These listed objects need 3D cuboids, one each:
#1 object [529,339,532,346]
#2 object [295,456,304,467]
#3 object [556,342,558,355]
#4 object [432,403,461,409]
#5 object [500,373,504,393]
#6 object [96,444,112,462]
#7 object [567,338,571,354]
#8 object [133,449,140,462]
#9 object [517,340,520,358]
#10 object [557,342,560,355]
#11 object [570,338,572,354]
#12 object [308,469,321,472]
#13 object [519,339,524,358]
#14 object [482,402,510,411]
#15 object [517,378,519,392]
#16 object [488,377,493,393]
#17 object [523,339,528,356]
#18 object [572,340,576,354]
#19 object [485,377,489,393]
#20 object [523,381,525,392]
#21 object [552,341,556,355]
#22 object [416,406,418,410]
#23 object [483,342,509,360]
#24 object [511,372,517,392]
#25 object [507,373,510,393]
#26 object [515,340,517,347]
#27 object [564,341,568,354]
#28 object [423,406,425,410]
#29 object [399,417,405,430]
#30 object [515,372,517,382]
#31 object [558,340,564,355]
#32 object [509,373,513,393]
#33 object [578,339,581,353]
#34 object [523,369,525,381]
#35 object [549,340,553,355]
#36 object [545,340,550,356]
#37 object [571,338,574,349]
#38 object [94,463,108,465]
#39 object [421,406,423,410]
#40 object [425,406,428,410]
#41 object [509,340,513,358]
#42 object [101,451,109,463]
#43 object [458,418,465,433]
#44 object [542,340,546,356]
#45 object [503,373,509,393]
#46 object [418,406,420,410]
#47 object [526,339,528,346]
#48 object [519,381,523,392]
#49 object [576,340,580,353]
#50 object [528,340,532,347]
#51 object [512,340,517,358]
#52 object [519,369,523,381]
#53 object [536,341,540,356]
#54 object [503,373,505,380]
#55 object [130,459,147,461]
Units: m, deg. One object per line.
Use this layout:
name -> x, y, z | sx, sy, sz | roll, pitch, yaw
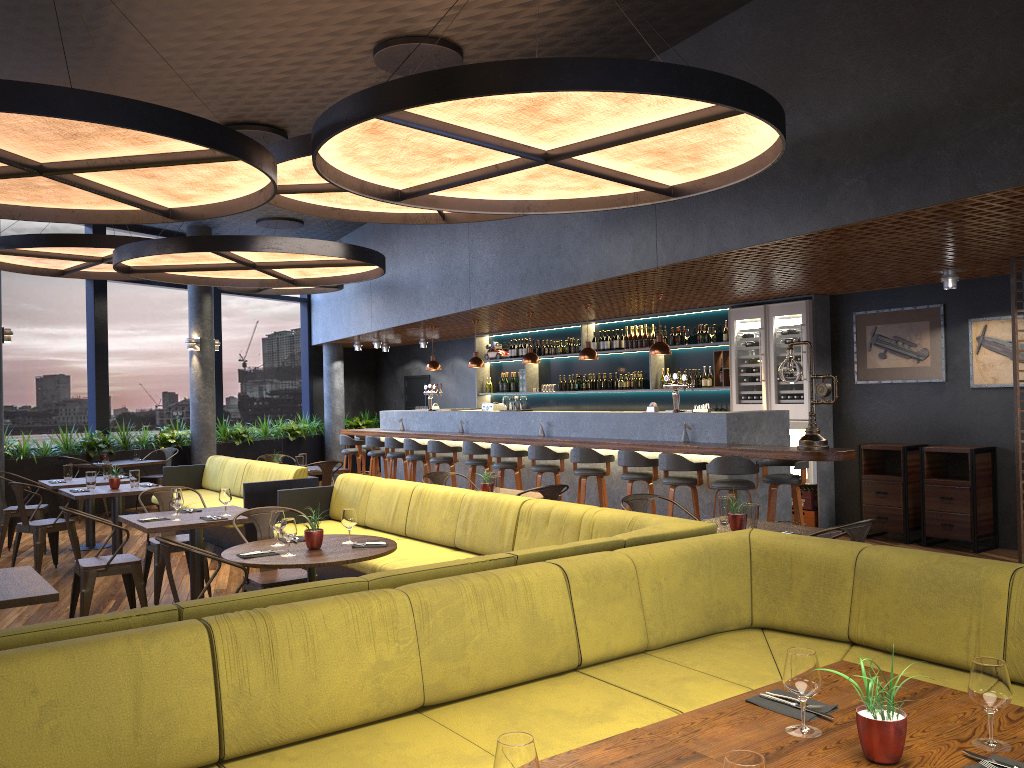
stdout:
object -> 0.303, -0.600, 14.785 | 0.085, 0.310, 0.086 | -1, -1, 5
object -> -2.573, 0.964, 10.742 | 0.102, 0.178, 0.102 | -2, -1, 40
object -> 0.722, -0.567, 14.233 | 0.068, 0.217, 0.068 | -1, -1, -31
object -> -1.092, 0.376, 15.272 | 0.766, 0.106, 0.200 | -1, -1, -36
object -> -0.168, -0.020, 15.279 | 0.094, 0.340, 0.094 | -1, -1, -14
object -> -6.065, 1.022, 13.161 | 0.260, 0.271, 0.238 | -1, -1, -35
object -> 0.884, -0.593, 13.860 | 0.063, 0.254, 0.063 | -1, -1, 12
object -> -5.550, 1.056, 13.114 | 0.102, 0.178, 0.102 | -1, -1, -44
object -> 0.123, -0.593, 15.027 | 0.085, 0.310, 0.086 | -1, -1, -25
object -> 0.748, -0.569, 14.151 | 0.068, 0.217, 0.068 | -1, -1, -16
object -> 0.934, -0.593, 13.986 | 0.063, 0.254, 0.063 | -1, -1, -28
object -> -2.437, 1.039, 10.643 | 0.255, 0.019, 0.157 | -1, -1, -36
object -> 0.167, -0.596, 14.814 | 0.085, 0.310, 0.086 | -1, -1, -17
object -> -0.344, 0.596, 15.370 | 0.550, 0.569, 0.355 | -1, -1, -36
object -> 0.130, -0.029, 15.086 | 0.094, 0.340, 0.094 | -1, -1, -14
object -> -0.380, 0.021, 15.713 | 0.079, 0.281, 0.079 | -1, -1, -32
object -> 0.226, -0.599, 14.729 | 0.085, 0.310, 0.086 | -1, -1, -3
object -> 0.955, -0.579, 13.708 | 0.068, 0.217, 0.068 | -2, -1, 39
object -> -0.435, 0.023, 15.784 | 0.079, 0.281, 0.079 | -1, -1, -17
object -> 0.243, 0.040, 14.772 | 0.080, 0.192, 0.098 | -1, -1, -36
object -> 0.668, -0.568, 14.103 | 0.068, 0.217, 0.068 | -2, -1, 44
object -> -1.594, 0.406, 14.846 | 0.042, 0.059, 0.042 | -1, -1, -38
object -> -0.274, -0.582, 15.533 | 0.229, 0.319, 0.579 | -1, -1, -36
object -> 0.033, -0.027, 15.043 | 0.094, 0.340, 0.094 | -1, -1, 4
object -> -0.072, -0.022, 15.321 | 0.094, 0.340, 0.094 | -1, -1, -30
object -> 0.069, -0.591, 15.107 | 0.085, 0.310, 0.086 | -1, -1, 5
object -> 0.866, -0.576, 14.060 | 0.088, 0.224, 0.088 | -1, -1, -41
object -> -1.483, 0.404, 14.933 | 0.042, 0.059, 0.042 | -1, -1, -38
object -> -1.744, 0.628, 13.976 | 0.114, 0.203, 0.069 | -1, -1, 12
object -> 0.058, -0.027, 15.169 | 0.094, 0.340, 0.094 | -1, -1, -26
object -> 0.775, -0.574, 14.004 | 0.088, 0.224, 0.088 | -1, -1, -41
object -> 0.000, -0.024, 15.247 | 0.094, 0.340, 0.094 | -1, -1, -14
object -> 1.064, -0.585, 13.606 | 0.088, 0.224, 0.088 | -1, -1, -21
object -> 0.238, -0.152, 14.774 | 0.080, 0.192, 0.098 | -1, -1, -36
object -> 0.637, -0.582, 14.355 | 0.063, 0.254, 0.063 | -1, -1, 2
object -> 0.569, -0.582, 14.263 | 0.063, 0.254, 0.063 | -1, -1, -18
object -> 0.963, -0.594, 13.903 | 0.063, 0.254, 0.063 | -1, -1, -8
object -> -5.945, 1.141, 12.727 | 0.255, 0.019, 0.157 | -2, -1, 30
object -> -1.513, 0.405, 14.891 | 0.042, 0.059, 0.042 | -1, -1, -38
object -> -1.442, 0.404, 14.962 | 0.042, 0.059, 0.042 | -1, -1, -38
object -> -0.008, -0.590, 15.051 | 0.085, 0.310, 0.086 | -1, -1, -3
object -> -5.911, 1.062, 12.891 | 0.102, 0.178, 0.102 | -2, -1, 36
object -> -0.714, 0.590, 12.578 | 0.114, 0.203, 0.069 | -1, -1, 15
object -> 0.512, -0.580, 14.374 | 0.063, 0.254, 0.063 | -2, -1, 26
object -> -0.100, -0.023, 15.207 | 0.094, 0.340, 0.094 | -1, -1, -22
object -> -1.556, 0.405, 14.873 | 0.042, 0.059, 0.042 | -1, -1, -38
object -> 0.248, -0.598, 14.863 | 0.085, 0.310, 0.086 | -1, -1, -9
object -> 0.184, 0.042, 14.853 | 0.080, 0.192, 0.098 | -1, -1, -36
object -> 1.034, -0.580, 13.757 | 0.068, 0.217, 0.068 | -1, -1, -31
object -> 0.299, -0.583, 14.637 | 0.083, 0.301, 0.083 | -1, -1, -29
object -> 0.045, -0.592, 14.975 | 0.085, 0.310, 0.086 | -1, -1, -9
object -> 0.181, -0.150, 14.856 | 0.080, 0.192, 0.098 | -1, -1, -36
object -> 0.421, -0.577, 14.450 | 0.063, 0.254, 0.063 | -2, -1, 36
object -> -0.140, -0.020, 15.404 | 0.094, 0.340, 0.094 | -1, -1, 0
object -> -5.581, 1.139, 13.284 | 0.255, 0.019, 0.157 | -2, -1, 30
